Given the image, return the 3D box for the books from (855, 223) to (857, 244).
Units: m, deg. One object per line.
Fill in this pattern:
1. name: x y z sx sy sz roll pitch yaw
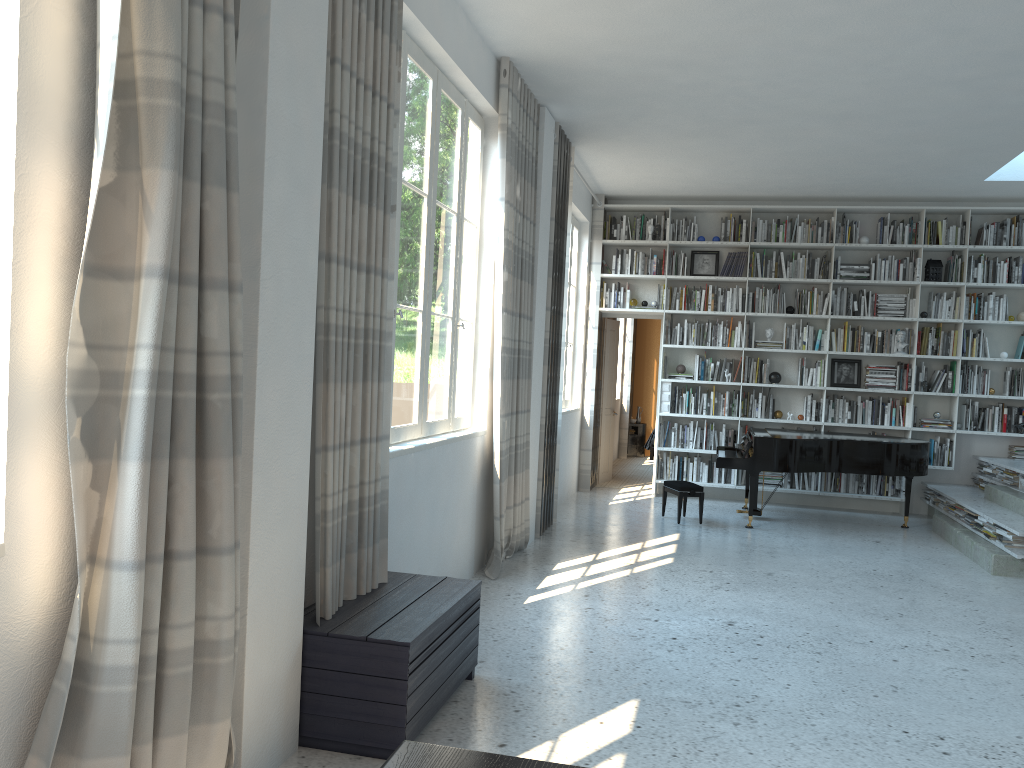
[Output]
1. books: 3.568 -1.552 9.224 0.013 0.249 0.148 3 2 13

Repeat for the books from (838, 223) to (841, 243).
1. books: 3.404 -1.550 9.255 0.023 0.228 0.157 3 2 13

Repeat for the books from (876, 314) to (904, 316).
1. books: 3.895 -0.705 9.154 0.254 0.012 0.161 3 1 16

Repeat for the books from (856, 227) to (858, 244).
1. books: 3.575 -1.520 9.213 0.010 0.187 0.152 3 2 13

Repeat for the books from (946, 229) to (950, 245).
1. books: 4.406 -1.472 9.002 0.022 0.180 0.173 3 2 13

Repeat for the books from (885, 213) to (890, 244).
1. books: 3.856 -1.577 9.129 0.010 0.331 0.186 3 2 13

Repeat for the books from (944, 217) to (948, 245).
1. books: 4.394 -1.532 9.007 0.010 0.297 0.167 3 2 13

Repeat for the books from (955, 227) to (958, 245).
1. books: 4.488 -1.480 9.001 0.025 0.203 0.162 3 2 13

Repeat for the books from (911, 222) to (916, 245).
1. books: 4.100 -1.521 9.085 0.028 0.244 0.161 3 2 13

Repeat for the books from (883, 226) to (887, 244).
1. books: 3.839 -1.517 9.158 0.031 0.208 0.146 3 2 13

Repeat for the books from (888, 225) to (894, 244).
1. books: 3.883 -1.515 9.130 0.050 0.211 0.172 3 2 13

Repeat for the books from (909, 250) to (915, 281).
1. books: 4.094 -1.198 9.093 0.012 0.334 0.155 3 2 13

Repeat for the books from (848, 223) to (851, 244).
1. books: 3.514 -1.547 9.243 0.006 0.233 0.136 3 2 13

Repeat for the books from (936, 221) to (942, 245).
1. books: 4.333 -1.513 9.018 0.054 0.255 0.190 3 2 13

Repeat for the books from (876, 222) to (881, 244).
1. books: 3.784 -1.538 9.168 0.012 0.245 0.151 3 2 13

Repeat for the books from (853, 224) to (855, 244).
1. books: 3.545 -1.538 9.212 0.016 0.219 0.144 3 2 13

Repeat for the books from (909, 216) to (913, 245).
1. books: 4.084 -1.554 9.096 0.012 0.308 0.138 3 2 13

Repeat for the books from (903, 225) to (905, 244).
1. books: 4.005 -1.512 9.100 0.012 0.217 0.179 3 2 13

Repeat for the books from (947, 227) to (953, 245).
1. books: 4.430 -1.482 8.998 0.024 0.202 0.180 3 2 13

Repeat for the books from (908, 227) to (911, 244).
1. books: 4.071 -1.503 9.107 0.014 0.204 0.135 3 2 13

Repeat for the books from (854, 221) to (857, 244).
1. books: 3.555 -1.555 9.207 0.005 0.255 0.168 3 2 13

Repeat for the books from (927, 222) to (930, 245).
1. books: 4.226 -1.511 9.033 0.007 0.239 0.191 3 2 13

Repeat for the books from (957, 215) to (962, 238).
1. books: 4.533 -1.541 8.999 0.012 0.330 0.128 3 2 13

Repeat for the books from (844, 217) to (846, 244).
1. books: 3.460 -1.581 9.237 0.010 0.296 0.153 3 2 13

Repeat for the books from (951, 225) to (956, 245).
1. books: 4.456 -1.486 8.988 0.031 0.213 0.169 3 2 13

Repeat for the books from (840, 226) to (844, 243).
1. books: 3.424 -1.532 9.238 0.026 0.194 0.166 3 2 13

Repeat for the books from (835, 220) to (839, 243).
1. books: 3.377 -1.564 9.242 0.026 0.253 0.185 3 2 13

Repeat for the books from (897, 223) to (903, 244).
1. books: 3.980 -1.523 9.110 0.023 0.236 0.154 3 2 13

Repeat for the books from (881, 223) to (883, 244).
1. books: 3.809 -1.548 9.161 0.011 0.267 0.129 3 2 13

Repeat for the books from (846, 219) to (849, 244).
1. books: 3.477 -1.564 9.218 0.011 0.265 0.163 3 2 13

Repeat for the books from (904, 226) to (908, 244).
1. books: 4.018 -1.504 9.080 0.023 0.202 0.193 3 2 13

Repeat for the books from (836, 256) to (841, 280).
1. books: 3.393 -1.193 9.238 0.021 0.249 0.191 3 2 13

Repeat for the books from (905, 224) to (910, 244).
1. books: 4.053 -1.518 9.117 0.026 0.234 0.137 3 2 13

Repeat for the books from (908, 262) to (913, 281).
1. books: 4.069 -1.134 9.091 0.029 0.202 0.191 3 2 13

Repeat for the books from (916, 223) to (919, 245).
1. books: 4.134 -1.516 9.078 0.014 0.239 0.153 3 2 13

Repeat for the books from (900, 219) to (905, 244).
1. books: 3.993 -1.539 9.092 0.010 0.270 0.180 3 2 13

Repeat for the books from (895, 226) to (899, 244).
1. books: 3.950 -1.508 9.113 0.033 0.203 0.166 3 2 13

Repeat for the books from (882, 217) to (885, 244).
1. books: 3.818 -1.562 9.149 0.011 0.296 0.157 3 2 13

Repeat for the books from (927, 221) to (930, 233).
1. books: 4.236 -1.521 9.045 0.006 0.260 0.166 3 2 13

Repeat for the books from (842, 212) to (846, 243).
1. books: 3.450 -1.604 9.244 0.014 0.341 0.145 3 2 13

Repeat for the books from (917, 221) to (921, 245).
1. books: 4.153 -1.525 9.081 0.022 0.257 0.136 3 2 13

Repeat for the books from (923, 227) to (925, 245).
1. books: 4.200 -1.496 9.076 0.016 0.204 0.143 3 2 13

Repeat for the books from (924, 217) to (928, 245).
1. books: 4.209 -1.542 9.055 0.007 0.298 0.181 3 2 13

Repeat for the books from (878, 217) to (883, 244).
1. books: 3.794 -1.561 9.147 0.014 0.292 0.176 3 2 13

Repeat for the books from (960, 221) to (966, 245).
1. books: 4.544 -1.501 8.964 0.029 0.253 0.186 3 2 13

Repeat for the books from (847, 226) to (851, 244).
1. books: 3.494 -1.529 9.228 0.023 0.195 0.172 3 2 13

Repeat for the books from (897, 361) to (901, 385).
1. books: 3.993 -0.083 9.166 0.011 0.299 0.130 3 2 13

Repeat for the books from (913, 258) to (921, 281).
1. books: 4.111 -1.148 9.024 0.037 0.237 0.272 3 2 13

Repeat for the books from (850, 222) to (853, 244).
1. books: 3.521 -1.554 9.228 0.014 0.248 0.139 3 2 13

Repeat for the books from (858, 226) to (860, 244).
1. books: 3.597 -1.544 9.220 0.004 0.235 0.137 3 2 13

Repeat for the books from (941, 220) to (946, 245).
1. books: 4.378 -1.521 9.029 0.030 0.274 0.151 3 2 13

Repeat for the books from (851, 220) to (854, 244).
1. books: 3.533 -1.561 9.219 0.013 0.264 0.147 3 2 13

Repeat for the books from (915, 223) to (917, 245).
1. books: 4.123 -1.520 9.090 0.014 0.244 0.145 3 2 13

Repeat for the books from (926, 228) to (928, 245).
1. books: 4.219 -1.489 9.061 0.015 0.193 0.160 3 2 13

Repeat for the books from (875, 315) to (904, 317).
1. books: 3.894 -0.693 9.152 0.254 0.012 0.161 3 1 9

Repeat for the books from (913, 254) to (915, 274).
1. books: 4.108 -1.181 9.108 0.010 0.299 0.133 3 2 13

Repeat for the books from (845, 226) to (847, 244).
1. books: 3.471 -1.535 9.248 0.011 0.205 0.145 3 2 13

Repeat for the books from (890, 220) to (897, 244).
1. books: 3.927 -1.543 9.137 0.028 0.270 0.140 3 2 13

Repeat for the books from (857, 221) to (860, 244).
1. books: 3.585 -1.554 9.203 0.011 0.256 0.143 3 2 13

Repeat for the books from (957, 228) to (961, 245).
1. books: 4.509 -1.474 8.989 0.022 0.194 0.181 3 2 13
